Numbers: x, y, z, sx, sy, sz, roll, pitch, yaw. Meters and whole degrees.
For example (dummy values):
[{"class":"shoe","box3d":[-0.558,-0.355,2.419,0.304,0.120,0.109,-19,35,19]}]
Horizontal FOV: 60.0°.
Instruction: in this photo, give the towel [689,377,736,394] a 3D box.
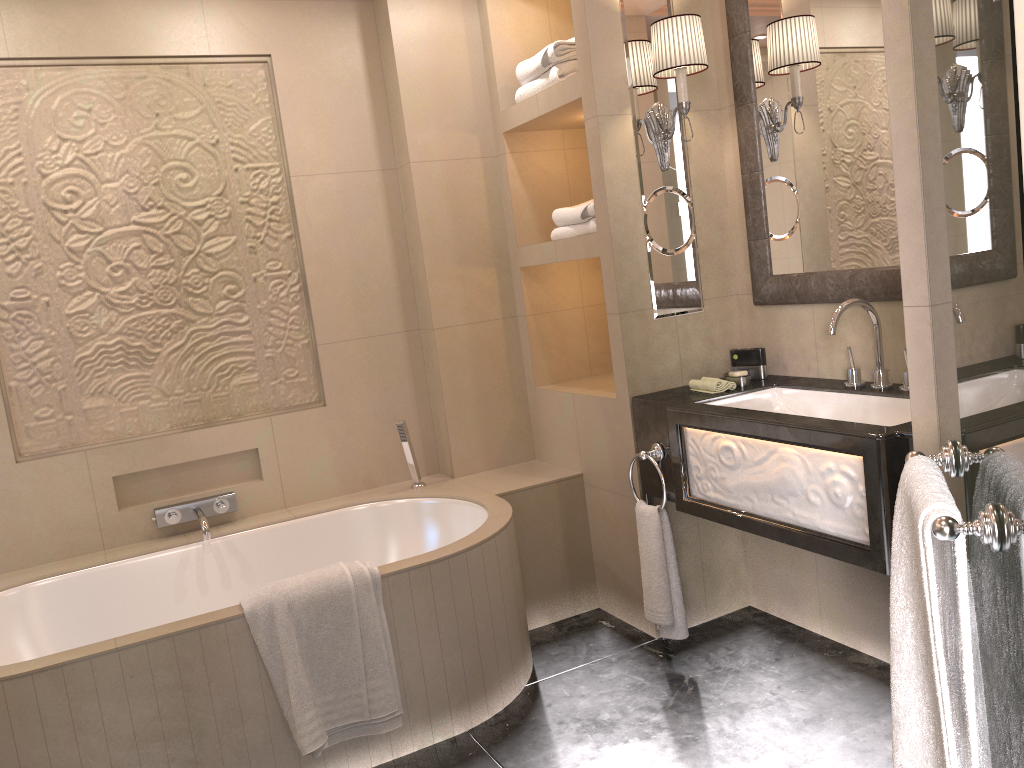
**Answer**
[{"class":"towel","box3d":[0.652,0.000,2.895,0.096,0.039,0.149,-10,8,-18]}]

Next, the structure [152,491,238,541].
[{"class":"structure","box3d":[-1.106,0.480,3.136,0.290,0.097,0.259,-11,8,-25]}]

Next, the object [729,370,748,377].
[{"class":"object","box3d":[0.744,-0.034,2.916,0.051,0.022,0.077,-8,7,-5]}]

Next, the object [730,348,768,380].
[{"class":"object","box3d":[0.803,-0.068,3.008,0.124,0.104,0.038,-2,9,39]}]

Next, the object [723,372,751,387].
[{"class":"object","box3d":[0.746,-0.016,2.937,0.080,0.035,0.133,-8,7,-7]}]

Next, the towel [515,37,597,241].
[{"class":"towel","box3d":[-1.064,-0.652,2.637,3.195,0.726,0.517,-11,8,-25]}]

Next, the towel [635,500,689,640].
[{"class":"towel","box3d":[0.467,0.607,2.884,0.116,0.455,0.173,-14,10,-44]}]

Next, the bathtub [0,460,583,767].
[{"class":"bathtub","box3d":[-0.884,0.828,2.818,2.662,0.540,1.060,-11,8,-25]}]

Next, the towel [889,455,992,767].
[{"class":"towel","box3d":[0.657,0.441,1.293,0.154,0.629,0.313,-6,7,8]}]

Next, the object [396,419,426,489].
[{"class":"object","box3d":[-0.392,0.269,3.430,0.059,0.280,0.114,-5,8,20]}]

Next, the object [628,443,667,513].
[{"class":"object","box3d":[0.452,0.306,2.861,0.074,0.226,0.203,-11,8,-25]}]

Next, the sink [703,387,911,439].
[{"class":"sink","box3d":[0.873,0.127,2.463,0.349,0.135,0.760,-11,8,-25]}]

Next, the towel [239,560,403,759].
[{"class":"towel","box3d":[-0.535,0.745,2.469,0.374,0.463,0.453,-11,8,-23]}]

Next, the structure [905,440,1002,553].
[{"class":"structure","box3d":[0.620,0.151,1.270,0.074,0.061,0.415,-5,8,20]}]

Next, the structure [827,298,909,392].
[{"class":"structure","box3d":[1.012,-0.118,2.538,0.242,0.268,0.223,-6,7,9]}]

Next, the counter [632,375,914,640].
[{"class":"counter","box3d":[0.939,0.466,2.518,0.543,0.858,1.330,-11,8,-25]}]

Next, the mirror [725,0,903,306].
[{"class":"mirror","box3d":[0.994,-0.885,2.453,0.040,1.320,1.130,-11,8,-25]}]

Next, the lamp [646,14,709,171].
[{"class":"lamp","box3d":[0.533,-0.925,2.844,0.174,0.444,0.223,-11,8,-25]}]
